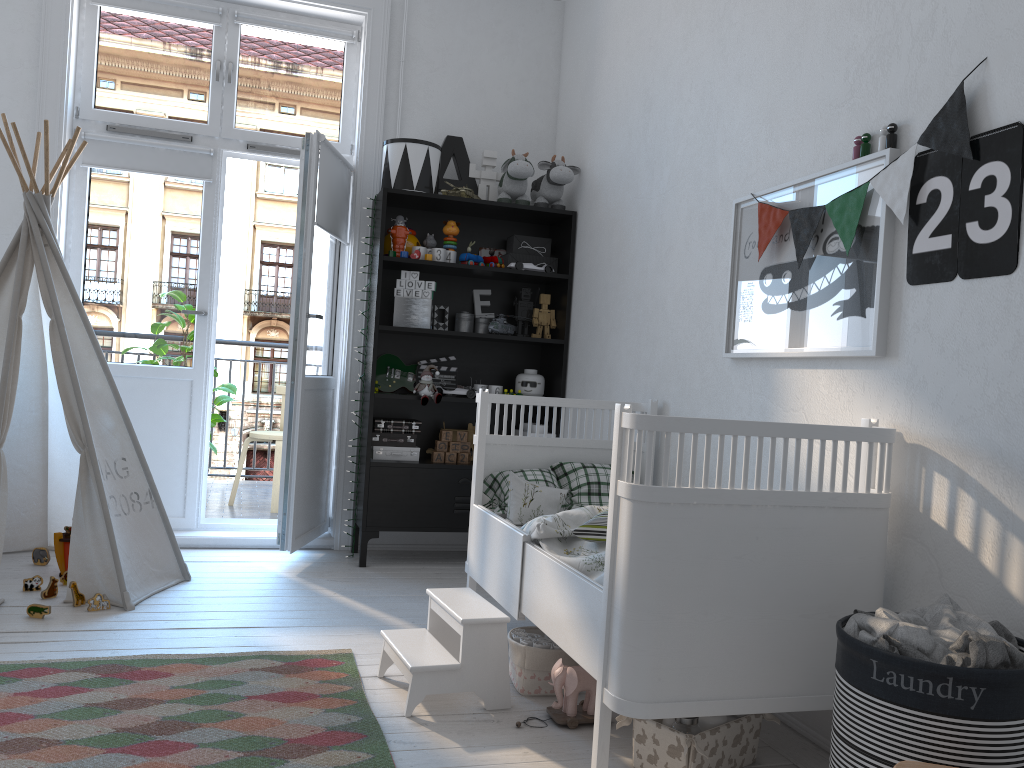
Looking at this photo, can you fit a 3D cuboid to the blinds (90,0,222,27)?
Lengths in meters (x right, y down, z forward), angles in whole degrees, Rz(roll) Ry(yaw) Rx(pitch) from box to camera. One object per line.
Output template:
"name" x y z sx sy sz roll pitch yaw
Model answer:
"blinds" -1.628 -1.735 4.072 0.565 0.087 0.032 4 1 -17

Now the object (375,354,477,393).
"object" -0.409 -0.014 4.270 0.542 0.239 0.093 4 1 -16

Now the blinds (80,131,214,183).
"blinds" -1.673 -1.042 4.080 0.565 0.158 0.032 4 1 -17

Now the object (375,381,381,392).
"object" -0.633 0.011 4.123 0.042 0.054 0.031 4 1 -7

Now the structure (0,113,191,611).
"structure" -1.787 -0.129 3.283 1.143 1.750 1.143 3 1 -41

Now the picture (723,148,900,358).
"picture" 0.788 -0.319 2.433 0.030 0.493 0.703 4 0 -17

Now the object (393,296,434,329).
"object" -0.451 -0.321 4.058 0.170 0.138 0.124 4 0 -2

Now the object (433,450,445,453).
"object" -0.344 0.337 4.156 0.050 0.050 0.050 4 0 -17

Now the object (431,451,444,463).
"object" -0.343 0.337 4.099 0.050 0.050 0.050 4 0 -17

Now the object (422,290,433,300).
"object" -0.382 -0.404 4.023 0.040 0.040 0.040 4 0 13

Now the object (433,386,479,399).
"object" -0.259 0.039 4.133 0.230 0.048 0.098 4 0 8

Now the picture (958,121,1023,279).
"picture" 0.983 -0.372 1.826 0.013 0.305 0.153 4 1 -17

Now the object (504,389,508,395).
"object" -0.030 0.051 4.139 0.031 0.054 0.042 4 1 33

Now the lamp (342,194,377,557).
"lamp" -0.275 -0.010 4.248 0.985 1.684 0.095 4 1 -19

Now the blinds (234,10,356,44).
"blinds" -1.034 -1.710 4.251 0.565 0.060 0.032 4 1 -17

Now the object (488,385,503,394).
"object" -0.079 0.041 4.179 0.067 0.067 0.067 4 0 -3

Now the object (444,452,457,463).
"object" -0.287 0.341 4.116 0.050 0.050 0.050 4 0 -12

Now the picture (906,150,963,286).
"picture" 0.939 -0.374 1.973 0.010 0.301 0.152 4 1 -17

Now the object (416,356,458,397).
"object" -0.360 -0.042 4.256 0.201 0.199 0.048 4 1 -17

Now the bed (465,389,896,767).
"bed" 0.349 0.464 2.559 0.670 0.833 1.403 4 0 -17

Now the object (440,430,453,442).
"object" -0.306 0.240 4.120 0.050 0.050 0.050 4 0 -17

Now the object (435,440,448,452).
"object" -0.329 0.288 4.123 0.050 0.050 0.050 4 0 -17

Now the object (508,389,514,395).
"object" -0.004 0.052 4.202 0.042 0.054 0.031 4 1 -17

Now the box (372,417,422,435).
"box" -0.543 0.195 4.129 0.216 0.062 0.179 4 0 -17

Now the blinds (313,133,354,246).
"blinds" -0.806 -0.870 4.052 0.032 0.390 0.565 4 0 3

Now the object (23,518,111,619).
"object" -1.579 0.610 3.277 0.385 0.284 0.856 4 0 -25

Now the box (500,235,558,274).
"box" 0.087 -0.619 4.318 0.251 0.189 0.179 4 1 -17

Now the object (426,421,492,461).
"object" -0.238 0.278 4.268 0.337 0.186 0.111 4 1 -2

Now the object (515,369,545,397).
"object" 0.086 0.010 4.281 0.139 0.162 0.139 3 1 -42

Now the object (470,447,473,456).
"object" -0.120 0.313 4.398 0.347 0.120 0.034 4 1 -17

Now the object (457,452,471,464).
"object" -0.223 0.345 4.136 0.050 0.050 0.050 4 0 13

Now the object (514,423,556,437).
"object" 0.107 0.291 4.281 0.132 0.199 0.267 4 0 -17

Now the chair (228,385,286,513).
"chair" -1.369 0.371 5.310 0.436 0.715 0.498 4 1 28

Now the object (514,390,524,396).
"object" 0.033 0.055 4.182 0.042 0.054 0.031 4 1 28

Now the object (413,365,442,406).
"object" -0.373 0.005 3.976 0.110 0.186 0.129 3 1 -30

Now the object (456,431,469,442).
"object" -0.231 0.245 4.145 0.050 0.050 0.050 4 0 3

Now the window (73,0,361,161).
"window" -1.358 -1.468 4.182 1.263 0.660 0.101 4 1 -17

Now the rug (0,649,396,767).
"rug" -0.830 0.801 1.577 1.320 0.016 2.028 4 0 -17

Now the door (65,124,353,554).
"door" -1.377 -0.216 3.959 1.264 1.839 0.636 4 1 -15

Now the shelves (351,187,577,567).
"shelves" -0.232 -0.004 4.194 0.911 1.678 0.353 4 1 -17

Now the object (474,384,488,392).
"object" -0.149 0.036 4.207 0.067 0.067 0.067 4 0 -3

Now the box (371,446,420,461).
"box" -0.551 0.317 4.129 0.216 0.062 0.179 4 0 -17

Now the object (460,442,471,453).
"object" -0.225 0.295 4.162 0.050 0.050 0.050 4 0 -17

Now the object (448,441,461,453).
"object" -0.269 0.292 4.120 0.050 0.050 0.050 4 0 -17

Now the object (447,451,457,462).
"object" -0.288 0.341 4.172 0.050 0.050 0.050 4 0 -17

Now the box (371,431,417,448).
"box" -0.565 0.255 4.123 0.216 0.062 0.179 4 0 -17
